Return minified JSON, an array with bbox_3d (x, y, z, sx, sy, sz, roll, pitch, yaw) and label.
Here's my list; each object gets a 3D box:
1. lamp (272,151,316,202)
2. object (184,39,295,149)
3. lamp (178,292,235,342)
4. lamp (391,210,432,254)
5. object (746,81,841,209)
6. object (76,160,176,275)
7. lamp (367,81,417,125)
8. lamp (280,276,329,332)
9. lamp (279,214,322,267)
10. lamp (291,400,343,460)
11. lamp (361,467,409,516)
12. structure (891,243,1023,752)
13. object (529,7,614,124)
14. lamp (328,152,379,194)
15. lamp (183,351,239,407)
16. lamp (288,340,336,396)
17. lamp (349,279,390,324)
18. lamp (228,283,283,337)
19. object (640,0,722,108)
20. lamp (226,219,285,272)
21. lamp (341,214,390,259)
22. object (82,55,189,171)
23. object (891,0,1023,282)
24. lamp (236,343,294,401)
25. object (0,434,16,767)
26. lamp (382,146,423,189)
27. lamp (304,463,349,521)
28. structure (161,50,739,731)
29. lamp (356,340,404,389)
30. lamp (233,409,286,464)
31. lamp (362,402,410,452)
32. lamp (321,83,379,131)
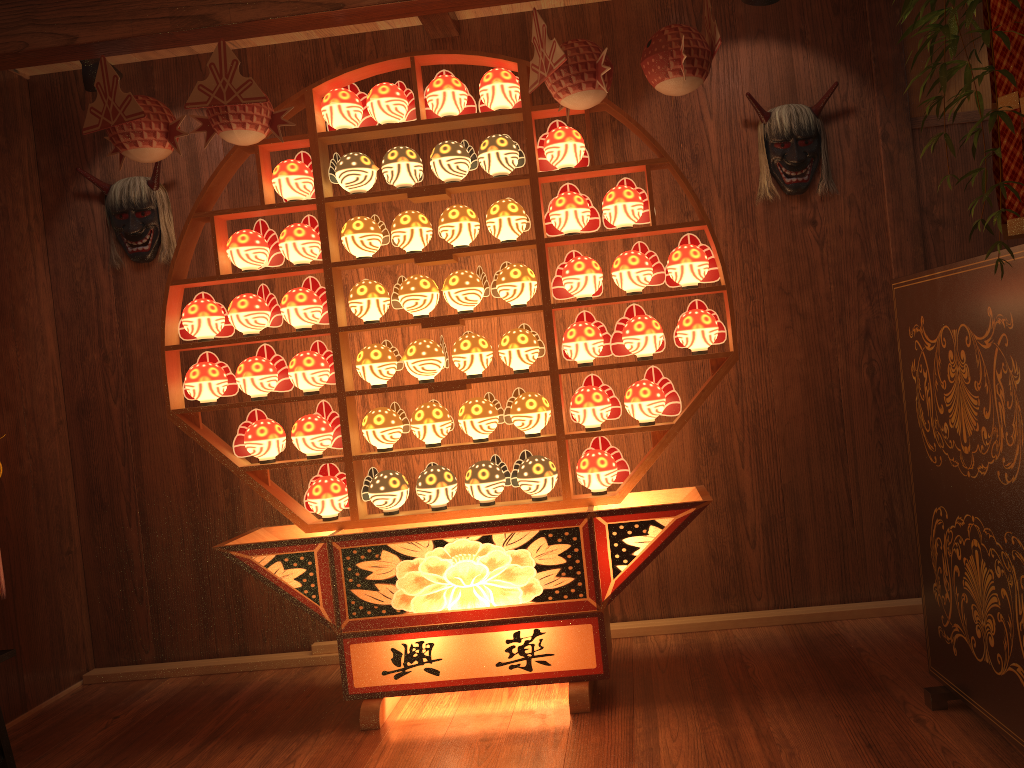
[{"bbox_3d":[-0.762,-0.719,3.047,0.196,0.200,0.160,-6,1,20],"label":"lamp"},{"bbox_3d":[-0.868,-0.905,2.809,0.346,0.306,0.216,-6,1,5],"label":"object"},{"bbox_3d":[-1.076,-0.237,3.078,0.193,0.187,0.154,-6,1,-15],"label":"lamp"},{"bbox_3d":[-0.342,-0.522,3.027,0.142,0.161,0.154,-6,1,-14],"label":"lamp"},{"bbox_3d":[1.110,-0.917,3.455,0.362,0.453,0.138,-6,1,4],"label":"object"},{"bbox_3d":[-1.551,-0.670,3.622,0.362,0.453,0.138,-6,1,4],"label":"object"},{"bbox_3d":[-0.435,-0.964,3.025,0.164,0.179,0.162,-5,1,36],"label":"lamp"},{"bbox_3d":[-0.735,-0.279,3.056,0.196,0.200,0.160,-6,1,20],"label":"lamp"},{"bbox_3d":[-0.739,-0.498,3.051,0.185,0.195,0.160,-6,1,20],"label":"lamp"},{"bbox_3d":[-0.700,0.160,3.063,0.194,0.200,0.162,-6,1,30],"label":"lamp"},{"bbox_3d":[-0.419,0.368,3.058,0.152,0.167,0.144,-5,1,36],"label":"lamp"},{"bbox_3d":[1.258,0.306,2.274,0.270,1.250,0.801,-6,1,3],"label":"structure"},{"bbox_3d":[0.195,-1.002,2.739,0.246,0.314,0.357,-6,1,-17],"label":"object"},{"bbox_3d":[-0.529,-0.727,3.044,0.153,0.167,0.142,-6,1,21],"label":"lamp"},{"bbox_3d":[-1.069,-0.021,3.082,0.192,0.195,0.155,-6,1,-10],"label":"lamp"},{"bbox_3d":[-0.709,-0.057,3.059,0.178,0.192,0.160,-6,1,20],"label":"lamp"},{"bbox_3d":[-0.490,-0.288,3.038,0.142,0.167,0.154,-6,1,-14],"label":"lamp"},{"bbox_3d":[-0.922,-0.256,3.070,0.175,0.191,0.162,-5,1,35],"label":"lamp"},{"bbox_3d":[0.502,-1.047,2.720,0.228,0.318,0.367,-6,1,2],"label":"object"},{"bbox_3d":[-0.925,-0.481,3.065,0.194,0.200,0.162,-6,1,30],"label":"lamp"},{"bbox_3d":[-0.522,-0.507,3.040,0.135,0.167,0.162,-5,1,36],"label":"lamp"},{"bbox_3d":[-1.189,-0.862,2.824,0.354,0.311,0.245,-6,1,31],"label":"object"},{"bbox_3d":[1.125,-0.859,1.962,0.574,1.260,0.705,-6,1,-5],"label":"object"},{"bbox_3d":[-0.893,-0.042,3.070,0.197,0.200,0.160,-6,1,15],"label":"lamp"},{"bbox_3d":[-1.729,0.485,2.202,0.604,1.514,0.813,-6,1,6],"label":"object"},{"bbox_3d":[-0.375,-0.740,3.022,0.140,0.161,0.156,-6,1,-4],"label":"lamp"},{"bbox_3d":[-0.642,0.376,3.069,0.196,0.197,0.156,-6,1,-5],"label":"lamp"},{"bbox_3d":[-0.216,-0.024,3.033,1.952,2.195,0.492,-6,1,4],"label":"structure"},{"bbox_3d":[-0.472,-0.069,3.046,0.135,0.167,0.161,-6,1,26],"label":"lamp"},{"bbox_3d":[-0.859,0.180,3.080,0.192,0.194,0.152,-7,1,-35],"label":"lamp"},{"bbox_3d":[-0.453,0.151,3.052,0.135,0.167,0.162,-5,1,36],"label":"lamp"},{"bbox_3d":[-0.588,-0.959,3.030,0.197,0.200,0.160,-6,1,15],"label":"lamp"}]
